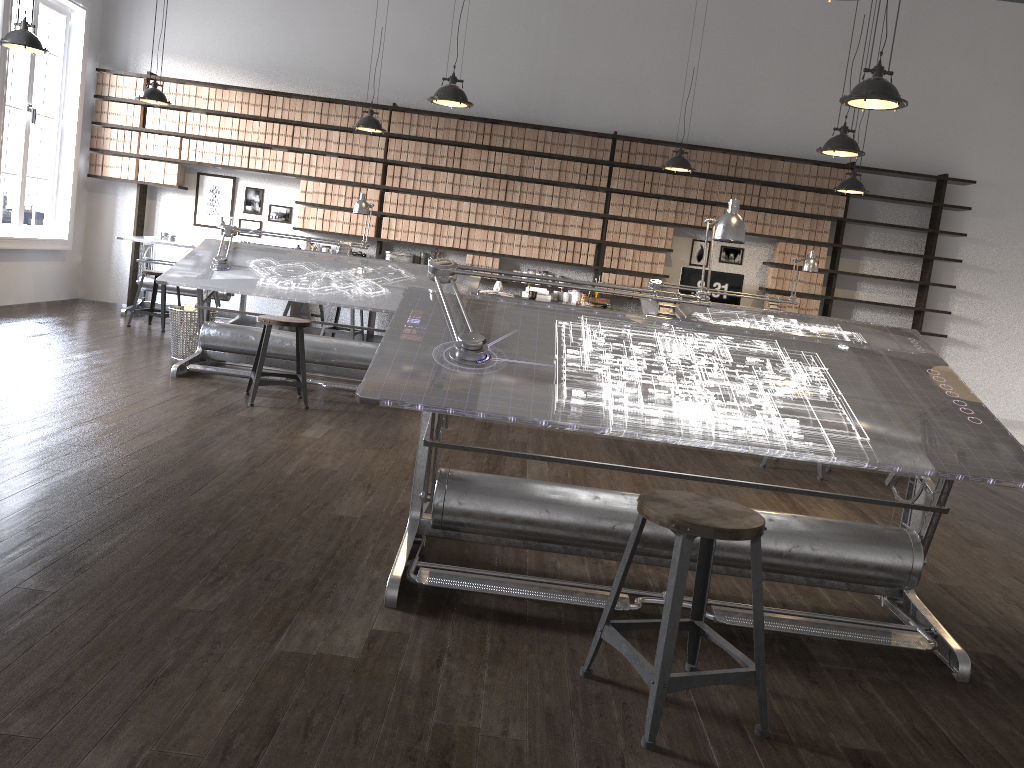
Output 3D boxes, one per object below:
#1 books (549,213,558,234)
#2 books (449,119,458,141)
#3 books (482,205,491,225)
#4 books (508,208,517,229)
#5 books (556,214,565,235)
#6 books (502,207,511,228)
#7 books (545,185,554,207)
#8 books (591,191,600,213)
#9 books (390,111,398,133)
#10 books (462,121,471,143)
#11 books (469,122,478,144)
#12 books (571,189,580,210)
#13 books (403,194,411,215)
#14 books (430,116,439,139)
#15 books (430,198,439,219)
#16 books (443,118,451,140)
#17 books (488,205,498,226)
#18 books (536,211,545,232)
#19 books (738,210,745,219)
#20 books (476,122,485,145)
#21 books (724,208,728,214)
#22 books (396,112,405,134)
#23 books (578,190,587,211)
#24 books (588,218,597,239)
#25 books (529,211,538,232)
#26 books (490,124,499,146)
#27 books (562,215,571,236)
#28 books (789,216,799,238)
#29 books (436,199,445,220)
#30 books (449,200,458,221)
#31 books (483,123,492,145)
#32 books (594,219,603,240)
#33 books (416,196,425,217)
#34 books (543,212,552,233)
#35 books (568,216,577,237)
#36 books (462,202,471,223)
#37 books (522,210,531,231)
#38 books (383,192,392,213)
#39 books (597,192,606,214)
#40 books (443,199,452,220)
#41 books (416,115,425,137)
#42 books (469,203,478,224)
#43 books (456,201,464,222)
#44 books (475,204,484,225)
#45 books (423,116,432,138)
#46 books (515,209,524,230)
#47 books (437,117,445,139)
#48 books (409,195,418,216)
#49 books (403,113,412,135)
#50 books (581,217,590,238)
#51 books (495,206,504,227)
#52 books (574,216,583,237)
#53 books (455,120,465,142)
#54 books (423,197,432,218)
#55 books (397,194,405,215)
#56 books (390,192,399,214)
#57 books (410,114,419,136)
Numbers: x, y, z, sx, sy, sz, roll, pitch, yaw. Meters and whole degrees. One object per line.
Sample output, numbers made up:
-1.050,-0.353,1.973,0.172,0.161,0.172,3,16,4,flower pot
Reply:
0.440,-1.683,9.346,0.067,0.224,0.175,7,7,0,books
-0.607,-2.646,9.268,0.067,0.224,0.175,7,7,0,books
-0.270,-1.775,9.350,0.067,0.224,0.175,7,7,0,books
0.006,-1.739,9.346,0.067,0.224,0.175,7,7,0,books
0.507,-1.673,9.339,0.067,0.224,0.175,7,7,0,books
-0.057,-1.746,9.342,0.067,0.224,0.175,7,7,0,books
0.388,-1.966,9.317,0.067,0.224,0.175,7,7,0,books
0.868,-1.904,9.316,0.067,0.224,0.175,7,7,0,books
-1.222,-2.727,9.275,0.067,0.224,0.175,7,7,0,books
-0.470,-2.629,9.273,0.067,0.224,0.175,7,7,0,books
-0.399,-2.620,9.268,0.067,0.224,0.175,7,7,0,books
0.668,-1.930,9.316,0.067,0.224,0.175,7,7,0,books
-1.100,-1.882,9.352,0.067,0.224,0.175,7,7,0,books
-0.807,-2.673,9.270,0.067,0.224,0.175,7,7,0,books
-0.817,-1.845,9.348,0.067,0.224,0.175,7,7,0,books
-0.673,-2.656,9.273,0.067,0.224,0.175,7,7,0,books
-0.201,-1.766,9.346,0.067,0.224,0.175,7,7,0,books
0.299,-1.700,9.342,0.067,0.224,0.175,7,7,0,books
2.377,-1.715,9.309,0.067,0.224,0.175,7,7,0,books
-0.329,-2.611,9.273,0.067,0.224,0.175,7,7,0,books
2.239,-1.732,9.307,0.067,0.224,0.175,7,7,0,books
-1.159,-2.718,9.270,0.067,0.224,0.175,7,7,0,books
0.740,-1.920,9.312,0.067,0.224,0.175,7,7,0,books
0.840,-1.631,9.345,0.067,0.224,0.175,7,7,0,books
0.229,-1.710,9.347,0.067,0.224,0.175,7,7,0,books
-0.181,-2.592,9.272,0.067,0.224,0.175,7,7,0,books
0.573,-1.665,9.344,0.067,0.224,0.175,7,7,0,books
2.937,-1.642,9.304,0.067,0.224,0.175,7,7,0,books
-0.746,-1.837,9.352,0.067,0.224,0.175,7,7,0,books
-0.609,-1.818,9.345,0.067,0.224,0.175,7,7,0,books
-0.255,-2.601,9.267,0.067,0.224,0.175,7,7,0,books
0.905,-1.622,9.338,0.067,0.224,0.175,7,7,0,books
-0.961,-1.864,9.348,0.067,0.224,0.175,7,7,0,books
0.370,-1.692,9.346,0.067,0.224,0.175,7,7,0,books
0.635,-1.657,9.342,0.067,0.224,0.175,7,7,0,books
-0.480,-1.802,9.347,0.067,0.224,0.175,7,7,0,books
0.154,-1.719,9.342,0.067,0.224,0.175,7,7,0,books
-1.306,-1.909,9.352,0.067,0.224,0.175,7,7,0,books
0.938,-1.895,9.316,0.067,0.224,0.175,7,7,0,books
-0.676,-1.828,9.351,0.067,0.224,0.175,7,7,0,books
-0.946,-2.691,9.276,0.067,0.224,0.175,7,7,0,books
-0.409,-1.792,9.345,0.067,0.224,0.175,7,7,0,books
-0.543,-1.810,9.349,0.067,0.224,0.175,7,7,0,books
-0.339,-1.784,9.349,0.067,0.224,0.175,7,7,0,books
-0.877,-2.682,9.274,0.067,0.224,0.175,7,7,0,books
0.081,-1.729,9.348,0.067,0.224,0.175,7,7,0,books
-0.736,-2.663,9.271,0.067,0.224,0.175,7,7,0,books
-1.035,-1.874,9.354,0.067,0.224,0.175,7,7,0,books
-1.087,-2.709,9.270,0.067,0.224,0.175,7,7,0,books
0.771,-1.640,9.343,0.067,0.224,0.175,7,7,0,books
-0.129,-1.756,9.342,0.067,0.224,0.175,7,7,0,books
0.701,-1.648,9.340,0.067,0.224,0.175,7,7,0,books
-0.540,-2.639,9.273,0.067,0.224,0.175,7,7,0,books
-0.887,-1.855,9.353,0.067,0.224,0.175,7,7,0,books
-1.163,-1.890,9.347,0.067,0.224,0.175,7,7,0,books
-1.234,-1.899,9.348,0.067,0.224,0.175,7,7,0,books
-1.015,-2.700,9.273,0.067,0.224,0.175,7,7,0,books
